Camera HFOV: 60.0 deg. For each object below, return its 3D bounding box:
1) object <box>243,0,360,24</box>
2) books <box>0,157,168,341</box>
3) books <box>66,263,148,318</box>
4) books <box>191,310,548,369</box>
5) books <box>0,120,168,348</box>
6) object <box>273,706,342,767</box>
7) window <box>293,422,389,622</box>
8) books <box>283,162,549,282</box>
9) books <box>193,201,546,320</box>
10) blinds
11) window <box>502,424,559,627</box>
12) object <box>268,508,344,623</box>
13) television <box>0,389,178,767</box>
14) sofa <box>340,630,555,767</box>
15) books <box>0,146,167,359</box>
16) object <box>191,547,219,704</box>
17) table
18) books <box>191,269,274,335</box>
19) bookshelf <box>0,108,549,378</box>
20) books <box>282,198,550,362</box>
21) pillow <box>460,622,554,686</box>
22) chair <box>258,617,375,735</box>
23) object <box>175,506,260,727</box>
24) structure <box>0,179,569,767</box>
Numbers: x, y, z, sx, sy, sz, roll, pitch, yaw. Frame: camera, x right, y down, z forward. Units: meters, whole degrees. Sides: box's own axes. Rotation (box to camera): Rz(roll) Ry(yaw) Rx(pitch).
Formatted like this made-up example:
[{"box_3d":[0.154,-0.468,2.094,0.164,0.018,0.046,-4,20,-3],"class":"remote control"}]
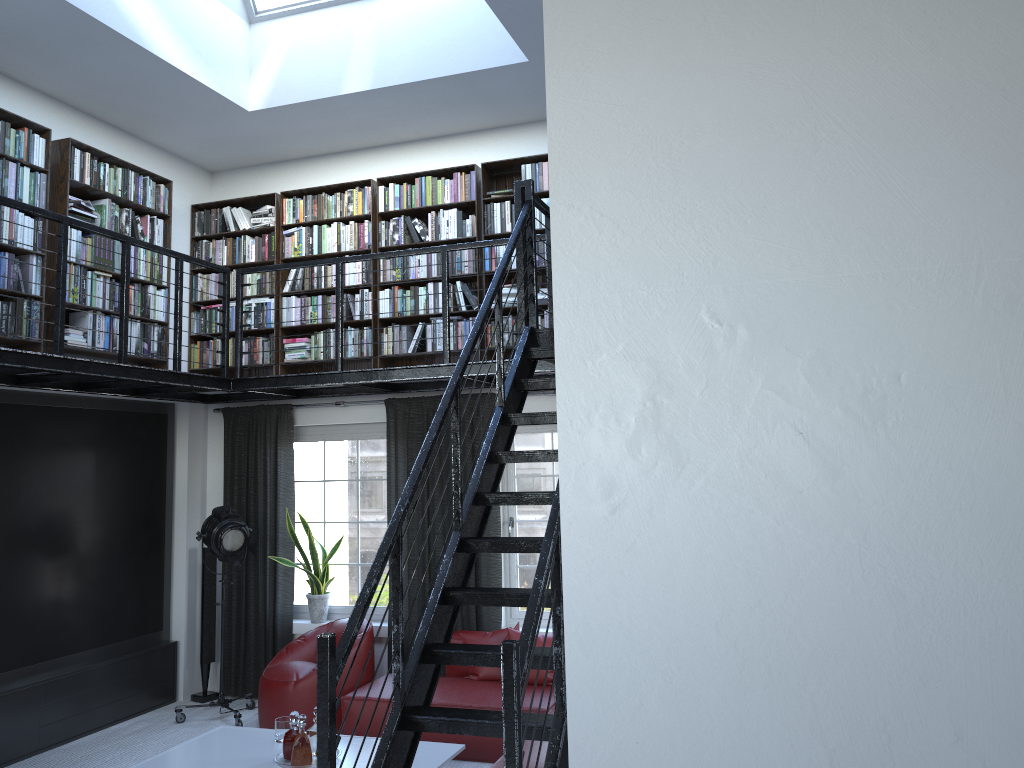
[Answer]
[{"box_3d":[-1.146,-3.172,5.941,2.220,0.636,1.181,-3,-6,19],"class":"object"},{"box_3d":[-1.098,-0.920,5.604,4.332,1.145,1.593,-3,-6,18],"class":"books"},{"box_3d":[-0.999,-1.035,5.834,4.380,1.411,1.165,-3,-7,19],"class":"books"},{"box_3d":[-0.799,-0.984,6.555,4.431,1.436,1.281,-4,-7,20],"class":"books"},{"box_3d":[-3.178,-0.972,5.978,0.314,1.429,2.199,-4,-6,19],"class":"books"},{"box_3d":[-1.017,1.933,4.948,1.007,0.296,0.510,-4,-6,22],"class":"object"},{"box_3d":[-1.418,1.137,7.345,1.166,1.613,0.132,-4,-8,19],"class":"window"},{"box_3d":[-0.634,-1.226,7.053,2.635,0.831,0.212,-3,-8,19],"class":"books"},{"box_3d":[-0.627,-0.932,7.001,4.438,1.403,0.241,-3,-8,19],"class":"books"},{"box_3d":[-1.283,1.309,7.052,2.506,2.397,0.125,-4,-8,19],"class":"blinds"},{"box_3d":[0.479,1.025,6.705,1.166,1.613,0.132,-4,-8,19],"class":"window"},{"box_3d":[-1.738,1.457,7.146,0.552,0.944,0.524,-5,-8,29],"class":"object"},{"box_3d":[-3.351,1.241,5.782,0.116,2.438,3.340,-4,-7,19],"class":"television"},{"box_3d":[-0.170,1.979,4.871,2.540,0.659,3.268,-3,-6,18],"class":"sofa"},{"box_3d":[-1.190,-1.076,5.334,4.373,1.415,2.197,-3,-6,18],"class":"books"},{"box_3d":[-2.517,1.965,7.292,0.157,1.226,0.157,-7,-9,34],"class":"object"},{"box_3d":[-1.241,2.193,4.790,1.664,0.245,1.161,-3,-6,19],"class":"table"},{"box_3d":[-0.625,-0.943,7.007,4.432,1.418,0.226,-3,-8,19],"class":"books"},{"box_3d":[-1.061,-0.975,5.710,4.472,1.623,3.077,-3,-6,19],"class":"bookshelf"},{"box_3d":[-0.264,-0.812,6.880,3.389,1.127,0.239,-3,-8,18],"class":"books"},{"box_3d":[0.522,1.792,5.636,0.982,0.403,1.949,1,-6,-29],"class":"pillow"},{"box_3d":[-1.426,2.122,6.488,0.830,0.714,0.827,1,-7,-20],"class":"chair"},{"box_3d":[-1.063,1.688,6.671,2.905,1.586,0.750,-2,-7,3],"class":"object"},{"box_3d":[-1.268,0.624,4.778,4.485,3.369,4.599,-4,-6,19],"class":"structure"}]
